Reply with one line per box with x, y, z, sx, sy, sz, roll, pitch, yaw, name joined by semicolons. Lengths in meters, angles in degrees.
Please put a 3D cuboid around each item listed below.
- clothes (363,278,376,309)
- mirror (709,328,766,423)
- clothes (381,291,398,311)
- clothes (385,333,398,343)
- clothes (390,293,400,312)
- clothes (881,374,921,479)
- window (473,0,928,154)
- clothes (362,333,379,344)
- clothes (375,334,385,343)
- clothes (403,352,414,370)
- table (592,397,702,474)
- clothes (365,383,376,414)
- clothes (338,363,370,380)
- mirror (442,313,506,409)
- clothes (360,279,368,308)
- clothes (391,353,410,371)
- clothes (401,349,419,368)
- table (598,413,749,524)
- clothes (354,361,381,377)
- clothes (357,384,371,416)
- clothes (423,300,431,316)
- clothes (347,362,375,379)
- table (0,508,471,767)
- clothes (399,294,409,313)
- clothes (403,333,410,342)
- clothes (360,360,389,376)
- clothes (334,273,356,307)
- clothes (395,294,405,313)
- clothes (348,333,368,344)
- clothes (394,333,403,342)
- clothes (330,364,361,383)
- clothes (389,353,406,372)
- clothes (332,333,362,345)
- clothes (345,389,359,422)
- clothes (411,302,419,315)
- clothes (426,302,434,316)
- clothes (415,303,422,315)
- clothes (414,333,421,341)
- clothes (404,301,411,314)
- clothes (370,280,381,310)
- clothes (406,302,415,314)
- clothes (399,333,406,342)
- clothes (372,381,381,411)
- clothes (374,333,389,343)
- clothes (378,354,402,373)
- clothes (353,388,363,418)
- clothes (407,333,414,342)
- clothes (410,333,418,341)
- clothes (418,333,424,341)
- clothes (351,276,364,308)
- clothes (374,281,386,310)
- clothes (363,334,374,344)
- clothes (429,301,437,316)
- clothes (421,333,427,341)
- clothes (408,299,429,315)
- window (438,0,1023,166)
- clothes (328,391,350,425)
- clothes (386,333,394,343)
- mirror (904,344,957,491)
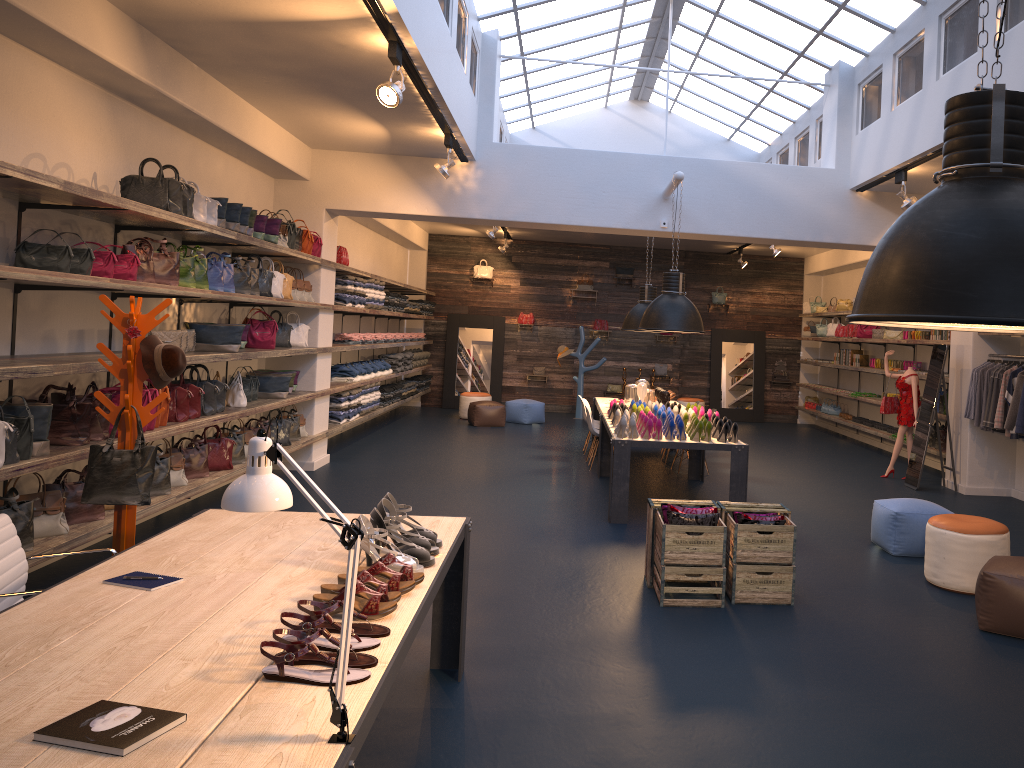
-2.033;-1.240;11.812;0.262;0.456;0.343;3;1;13;clothes
4.728;-0.180;18.206;1.173;1.919;0.263;3;-1;-6;mirror
-1.936;-1.246;13.104;0.371;0.299;0.326;3;2;1;clothes
-2.008;-0.750;14.004;0.326;0.155;0.345;3;3;-6;clothes
-1.927;-1.266;13.429;0.379;0.299;0.310;3;2;-13;clothes
5.088;0.544;11.233;0.481;1.386;0.332;3;0;-16;clothes
1.597;-3.969;5.652;4.348;0.837;18.659;3;4;3;window
-2.096;-0.663;12.546;0.326;0.155;0.345;3;3;-6;clothes
-2.095;-0.682;12.949;0.336;0.159;0.333;4;3;20;clothes
-1.891;-0.400;14.997;0.405;0.318;0.345;3;2;-15;clothes
1.726;0.665;11.528;1.243;0.740;2.524;3;3;1;table
-2.079;0.184;12.120;0.262;0.456;0.343;3;1;13;clothes
-2.186;-0.169;11.731;0.410;0.240;0.444;4;3;15;clothes
-0.766;-0.445;17.621;1.173;1.919;0.263;3;-1;-6;mirror
-2.064;-1.201;11.438;0.251;0.411;0.323;3;1;7;clothes
-1.905;-0.370;14.621;0.387;0.303;0.339;3;2;-13;clothes
-1.876;-0.460;15.676;0.333;0.342;0.397;3;2;6;clothes
1.571;0.816;8.991;1.243;0.740;2.524;3;3;1;table
-2.136;-0.218;12.541;0.429;0.240;0.425;3;3;-1;clothes
-2.099;0.203;11.794;0.262;0.456;0.343;3;1;13;clothes
-1.741;-1.448;16.489;0.379;0.299;0.310;3;2;-13;clothes
-2.161;-0.193;12.131;0.429;0.240;0.425;3;3;-1;clothes
-0.914;1.061;2.906;1.243;0.740;2.524;3;3;1;table
-1.888;-1.305;14.082;0.349;0.299;0.310;3;2;5;clothes
-1.963;-0.811;15.123;0.336;0.159;0.333;4;3;20;clothes
-2.110;-0.244;12.983;0.410;0.240;0.444;4;3;15;clothes
-2.105;-1.161;10.761;0.251;0.411;0.323;3;1;7;clothes
-1.908;-1.285;13.755;0.356;0.299;0.303;3;1;-1;clothes
-2.140;-0.620;11.827;0.326;0.155;0.345;3;3;-6;clothes
-2.007;-0.768;14.404;0.336;0.159;0.333;4;3;20;clothes
-2.213;-0.143;11.289;0.429;0.240;0.425;3;3;-1;clothes
-1.939;-0.353;14.210;0.405;0.318;0.345;3;2;-15;clothes
-2.184;-0.595;11.492;0.336;0.159;0.333;4;3;20;clothes
-2.124;0.263;11.093;0.251;0.411;0.323;3;1;7;clothes
-1.874;-1.363;15.381;0.408;0.251;0.354;3;2;8;clothes
-1.722;-1.467;16.815;0.356;0.299;0.303;3;1;-1;clothes
-1.848;-1.387;15.776;0.422;0.251;0.342;3;2;-4;clothes
-1.873;-0.881;16.218;0.326;0.155;0.345;3;3;-6;clothes
-1.923;-1.315;14.570;0.408;0.251;0.354;3;2;8;clothes
-2.013;-1.259;12.138;0.262;0.456;0.343;3;1;13;clothes
-1.898;-1.339;14.965;0.422;0.251;0.342;3;2;-4;clothes
-1.963;-0.793;14.740;0.326;0.155;0.345;3;3;-6;clothes
-2.057;0.162;12.480;0.262;0.456;0.343;3;1;13;clothes
-2.051;-0.707;13.285;0.326;0.155;0.345;3;3;-6;clothes
-1.953;-0.323;13.833;0.387;0.303;0.339;3;2;-13;clothes
-2.130;0.242;11.419;0.251;0.411;0.323;3;1;7;clothes
-1.919;-0.836;15.458;0.326;0.155;0.345;3;3;-6;clothes
-1.917;-0.856;15.882;0.336;0.159;0.333;4;3;20;clothes
-1.873;-0.899;16.601;0.336;0.159;0.333;4;3;20;clothes
-2.058;-1.180;11.111;0.251;0.411;0.323;3;1;7;clothes
-1.991;-1.281;12.498;0.262;0.456;0.343;3;1;13;clothes
-2.140;-0.638;12.211;0.336;0.159;0.333;4;3;20;clothes
-1.702;-1.487;17.142;0.349;0.299;0.310;3;2;5;clothes
-1.829;-0.924;16.936;0.326;0.155;0.345;3;3;-6;clothes
-1.750;-1.428;16.165;0.371;0.299;0.326;3;2;1;clothes
1.781;-3.234;9.175;4.509;0.652;11.252;3;4;2;window
-2.172;0.282;10.743;0.251;0.411;0.323;3;1;7;clothes
-2.052;-0.724;13.668;0.336;0.159;0.333;4;3;20;clothes
5.142;0.393;10.593;0.528;1.767;0.499;3;0;-2;mirror
